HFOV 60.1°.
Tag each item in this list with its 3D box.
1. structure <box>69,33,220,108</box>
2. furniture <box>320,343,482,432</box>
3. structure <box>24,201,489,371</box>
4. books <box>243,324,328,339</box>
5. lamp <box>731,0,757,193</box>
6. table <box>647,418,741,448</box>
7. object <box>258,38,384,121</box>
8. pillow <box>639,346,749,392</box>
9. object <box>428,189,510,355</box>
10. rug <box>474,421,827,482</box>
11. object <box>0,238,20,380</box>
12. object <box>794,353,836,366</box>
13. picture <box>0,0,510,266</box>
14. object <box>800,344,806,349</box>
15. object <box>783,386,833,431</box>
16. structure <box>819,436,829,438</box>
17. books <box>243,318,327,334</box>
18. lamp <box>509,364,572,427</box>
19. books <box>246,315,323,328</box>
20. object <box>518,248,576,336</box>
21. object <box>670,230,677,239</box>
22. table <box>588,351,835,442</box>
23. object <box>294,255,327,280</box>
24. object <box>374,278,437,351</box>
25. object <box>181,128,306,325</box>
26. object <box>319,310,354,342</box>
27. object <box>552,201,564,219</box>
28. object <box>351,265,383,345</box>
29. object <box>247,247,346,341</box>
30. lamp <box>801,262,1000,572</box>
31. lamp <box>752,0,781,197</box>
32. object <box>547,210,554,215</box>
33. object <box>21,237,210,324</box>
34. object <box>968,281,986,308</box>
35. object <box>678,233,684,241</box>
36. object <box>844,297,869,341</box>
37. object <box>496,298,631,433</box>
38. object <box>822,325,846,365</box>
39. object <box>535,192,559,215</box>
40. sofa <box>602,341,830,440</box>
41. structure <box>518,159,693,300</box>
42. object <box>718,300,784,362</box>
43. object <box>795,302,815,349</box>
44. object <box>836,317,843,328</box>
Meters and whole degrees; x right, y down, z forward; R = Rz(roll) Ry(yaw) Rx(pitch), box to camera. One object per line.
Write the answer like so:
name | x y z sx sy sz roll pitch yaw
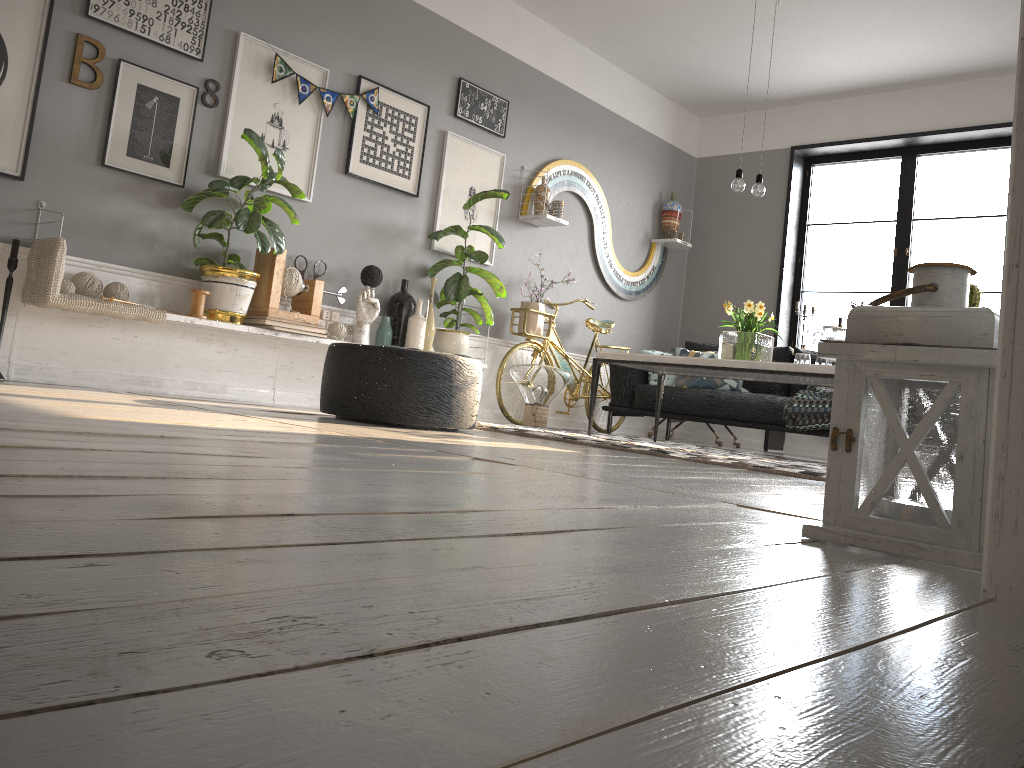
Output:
structure | -1.791 -1.491 4.379 0.024 0.264 0.734 2 -4 42
furniture | -0.509 0.010 4.110 0.737 0.358 0.731 6 -2 29
structure | -1.152 -0.453 4.916 0.308 0.489 2.759 3 -3 42
books | -1.233 -0.287 4.788 0.297 0.021 0.366 6 -1 36
lamp | 1.227 -1.861 4.363 0.074 1.544 1.387 6 -3 11
table | 1.589 0.163 7.605 0.744 0.683 0.337 4 -5 42
object | -1.092 -1.713 5.109 0.057 0.341 0.908 2 -4 41
pillow | 1.347 -0.118 6.511 0.800 0.364 0.440 6 -3 24
object | -0.297 -0.727 5.767 0.566 1.156 0.414 7 -5 -9
rug | 0.922 0.359 4.843 2.532 0.034 1.759 6 -2 42
object | -2.242 -0.377 3.758 0.092 0.705 0.277 3 -6 34
object | 1.634 -0.102 4.719 0.247 0.088 0.277 6 -2 20
picture | -0.990 -1.546 2.237 4.047 1.804 7.248 5 -2 42
object | 2.468 -0.272 7.495 0.084 0.152 0.084 11 -6 -44
object | 2.079 0.152 5.498 0.668 0.331 0.487 5 -3 37
structure | 3.024 0.274 6.993 1.226 0.430 0.148 5 -4 40
books | -1.234 -0.312 4.778 0.260 0.029 0.382 6 -2 43
lamp | 0.175 0.086 6.032 0.431 0.440 0.432 8 -3 -17
books | -1.241 -0.335 4.785 0.229 0.017 0.377 6 -1 39
object | 0.276 -0.644 6.389 0.486 0.645 0.253 9 -5 -30
object | 1.399 -1.286 7.656 0.060 0.079 0.059 5 -4 30
table | 1.221 0.151 4.830 1.459 0.513 0.727 5 -3 42
object | -1.176 -0.495 5.062 0.019 0.466 0.220 2 -6 42
object | -0.638 -0.439 5.448 0.332 0.491 0.284 7 -4 2
object | -1.376 -0.784 4.516 0.547 0.969 0.506 5 -5 27
object | -1.047 -0.334 5.159 0.263 0.174 0.078 9 -5 -42
object | 0.335 -1.263 6.466 0.086 0.140 0.085 4 -5 34
object | -0.857 -0.466 5.225 0.136 0.486 0.154 2 -6 41
object | -1.139 -0.481 4.885 0.239 0.442 0.542 3 -4 42
lamp | 0.698 0.035 1.474 0.287 0.480 0.285 3 -5 41
lamp | 1.354 -1.845 4.415 0.074 1.544 1.387 6 -3 11
object | 0.289 -1.238 6.534 0.062 0.082 0.062 6 -4 18
object | -1.810 -0.452 4.143 0.329 0.308 0.780 4 -3 43
object | 3.373 -0.448 6.560 0.236 0.674 0.227 6 -5 12
object | 1.469 -1.278 7.683 0.050 0.058 0.050 5 -4 32
object | 1.836 -0.251 4.666 0.155 0.419 0.148 9 -5 -29
object | 0.468 -0.133 6.659 0.427 0.974 1.615 4 -3 33
object | 1.648 -0.177 4.537 0.167 0.228 0.082 9 -5 -36
object | 0.250 -1.286 6.349 0.196 0.167 0.060 7 -5 -14
sofa | 1.824 0.111 6.120 2.345 0.802 0.964 5 -3 41
structure | 0.814 -1.217 7.098 0.267 0.960 2.009 2 -4 42
object | 1.292 -0.276 4.882 0.352 0.353 0.323 4 -4 44
object | 2.435 -0.447 7.449 0.144 0.493 0.161 8 -5 -12
object | 2.671 -0.367 7.228 0.122 0.377 0.123 11 -6 -43
